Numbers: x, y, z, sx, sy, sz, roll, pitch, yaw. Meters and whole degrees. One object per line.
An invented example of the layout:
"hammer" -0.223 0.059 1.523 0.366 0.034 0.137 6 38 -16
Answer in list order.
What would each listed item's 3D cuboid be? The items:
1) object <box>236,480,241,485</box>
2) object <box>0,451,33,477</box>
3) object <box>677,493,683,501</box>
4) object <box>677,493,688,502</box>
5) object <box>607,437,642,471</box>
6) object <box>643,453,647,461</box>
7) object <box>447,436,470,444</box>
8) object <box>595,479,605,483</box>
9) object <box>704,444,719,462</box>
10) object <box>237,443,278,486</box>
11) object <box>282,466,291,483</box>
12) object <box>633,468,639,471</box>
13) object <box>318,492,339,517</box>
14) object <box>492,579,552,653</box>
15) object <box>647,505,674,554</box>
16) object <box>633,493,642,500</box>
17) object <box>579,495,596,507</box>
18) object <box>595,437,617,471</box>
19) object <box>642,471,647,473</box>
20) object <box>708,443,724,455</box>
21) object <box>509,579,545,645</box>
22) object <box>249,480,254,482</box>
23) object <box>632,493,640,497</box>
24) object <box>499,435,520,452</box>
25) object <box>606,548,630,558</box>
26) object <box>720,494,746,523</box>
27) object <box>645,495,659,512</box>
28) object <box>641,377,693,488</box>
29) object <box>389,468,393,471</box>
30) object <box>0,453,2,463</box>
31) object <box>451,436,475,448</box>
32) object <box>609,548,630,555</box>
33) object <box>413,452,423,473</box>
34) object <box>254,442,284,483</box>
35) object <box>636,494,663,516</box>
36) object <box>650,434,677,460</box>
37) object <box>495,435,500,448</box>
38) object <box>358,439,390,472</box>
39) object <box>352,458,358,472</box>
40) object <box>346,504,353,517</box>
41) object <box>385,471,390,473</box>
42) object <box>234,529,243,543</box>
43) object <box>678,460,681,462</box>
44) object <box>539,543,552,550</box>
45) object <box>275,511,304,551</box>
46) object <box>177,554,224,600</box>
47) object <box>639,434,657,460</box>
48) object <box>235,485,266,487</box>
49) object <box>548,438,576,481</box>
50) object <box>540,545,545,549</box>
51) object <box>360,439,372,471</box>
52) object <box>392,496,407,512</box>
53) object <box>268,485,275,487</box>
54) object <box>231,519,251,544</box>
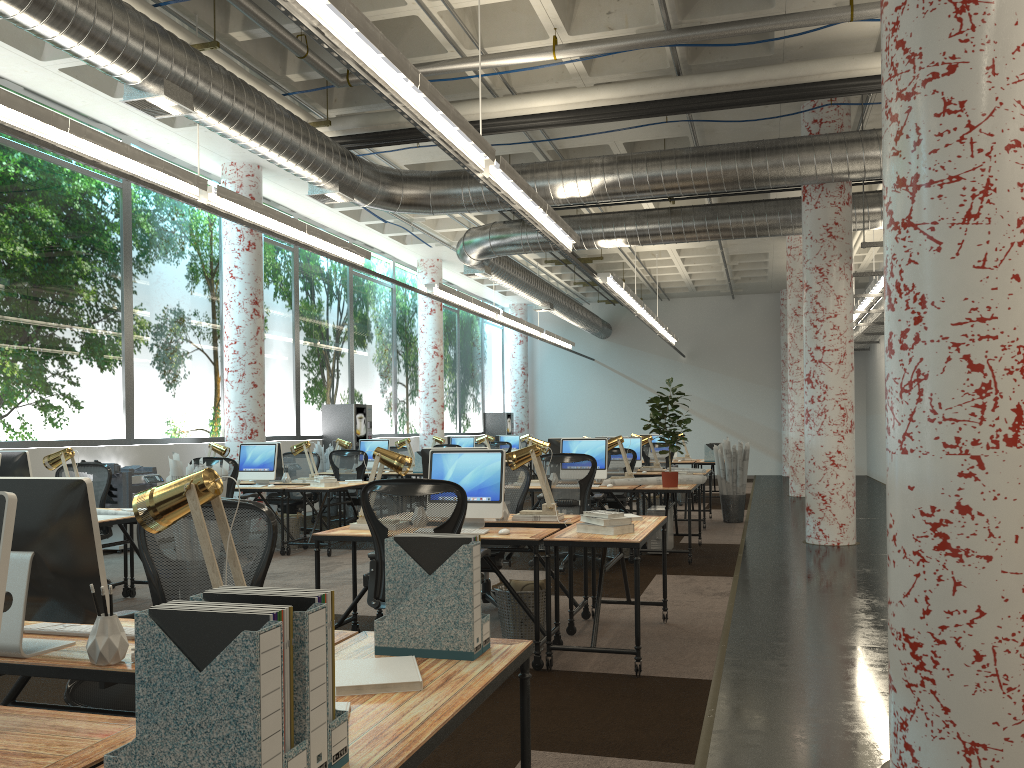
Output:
"object" -3.194 1.067 10.241 0.101 0.209 0.101 0 -1 -29
"object" -4.032 0.773 7.031 0.484 0.485 0.189 -1 0 16
"object" 3.083 1.907 15.911 0.235 0.403 0.119 -1 0 17
"object" 3.057 1.890 15.837 0.359 0.435 0.353 -1 -1 12
"object" 1.535 0.965 12.086 0.484 0.485 0.189 -1 0 16
"object" 2.414 1.297 16.037 0.101 0.209 0.101 0 -1 -29
"object" -1.044 1.280 17.508 0.484 0.485 0.189 -1 0 16
"object" 0.943 0.954 9.484 0.101 0.209 0.101 0 -1 -29
"object" 3.495 1.205 15.423 0.280 0.302 0.150 -1 -1 16
"object" -2.887 0.918 10.090 0.484 0.485 0.189 -1 0 16
"object" -2.684 1.075 10.520 0.101 0.209 0.101 0 -1 -29
"object" 1.738 1.123 12.516 0.101 0.209 0.101 0 -1 -29
"object" -2.911 1.904 14.071 0.353 0.398 0.353 -2 -2 35
"object" 0.063 1.384 5.352 0.359 0.435 0.353 -1 -1 12
"object" 1.588 1.549 9.465 0.221 0.455 0.541 -1 -2 16
"object" 2.297 1.935 16.518 0.359 0.435 0.353 -1 -1 12
"object" 1.111 1.753 12.718 0.359 0.435 0.353 -1 -1 12
"object" 1.428 0.996 12.666 0.484 0.485 0.189 -1 0 16
"object" 1.765 1.173 11.783 0.059 0.029 0.106 -1 -3 17
"object" 3.772 1.252 16.396 0.280 0.302 0.150 -1 -1 16
"object" 0.090 1.401 5.426 0.235 0.403 0.119 -1 0 17
"object" -3.219 1.194 10.974 0.059 0.029 0.106 -1 -3 17
"object" 2.271 1.945 16.444 0.235 0.403 0.119 -1 0 17
"object" -0.047 1.399 20.052 0.484 0.485 0.189 -1 0 16
"object" 1.076 1.539 9.005 0.359 0.435 0.353 -1 -1 12
"object" 3.092 1.740 12.375 0.353 0.398 0.353 0 -1 -29
"object" 1.897 1.725 12.111 0.235 0.403 0.119 -1 0 17
"object" 1.507 0.467 8.600 0.514 1.077 0.439 -1 0 7
"object" -1.827 1.221 13.525 0.101 0.209 0.101 0 -1 -29
"object" -3.925 0.742 6.451 0.484 0.485 0.189 -1 0 16
"object" -0.937 1.248 16.928 0.484 0.485 0.189 -1 0 16
"object" 1.102 1.556 9.079 0.235 0.403 0.119 -1 0 17
"object" -1.256 1.120 12.632 0.280 0.302 0.150 -1 -1 16
"object" -2.994 0.949 10.670 0.484 0.485 0.189 -1 0 16
"object" 1.870 1.708 12.037 0.359 0.435 0.353 -1 -1 12
"object" 2.721 1.147 15.887 0.484 0.485 0.189 -1 0 16
"object" -0.154 1.431 20.632 0.484 0.485 0.189 -1 0 16
"object" -2.310 1.433 13.179 1.078 1.209 0.191 -1 0 16
"object" -2.337 1.213 13.246 0.101 0.209 0.101 0 -1 -29
"object" -2.480 1.861 13.652 0.235 0.403 0.119 -1 0 17
"object" -1.800 1.270 12.792 0.059 0.029 0.106 -1 -3 17
"object" -3.337 1.716 10.648 0.235 0.403 0.119 -1 0 17
"object" 2.951 1.355 15.583 0.059 0.029 0.106 -1 -3 17
"object" 0.316 1.584 9.687 0.359 0.435 0.353 -1 -1 12
"object" -2.551 1.661 10.041 0.359 0.435 0.353 -1 -1 12
"object" -2.367 1.516 6.740 0.353 0.398 0.353 0 -1 -29
"object" 2.614 1.179 16.467 0.484 0.485 0.189 -1 0 16
"object" -2.970 1.141 9.884 0.439 0.017 0.119 -2 -3 16
"object" 0.633 0.827 9.635 0.484 0.485 0.189 -1 0 16
"object" 0.290 1.594 9.612 0.235 0.403 0.119 -1 0 17
"object" -2.137 1.094 13.675 0.484 0.485 0.189 -1 0 16
"object" -1.668 1.823 13.120 0.235 0.403 0.119 -1 0 17
"object" -2.656 1.125 9.787 0.059 0.029 0.106 -1 -3 17
"object" -3.311 1.706 10.722 0.359 0.435 0.353 -1 -1 12
